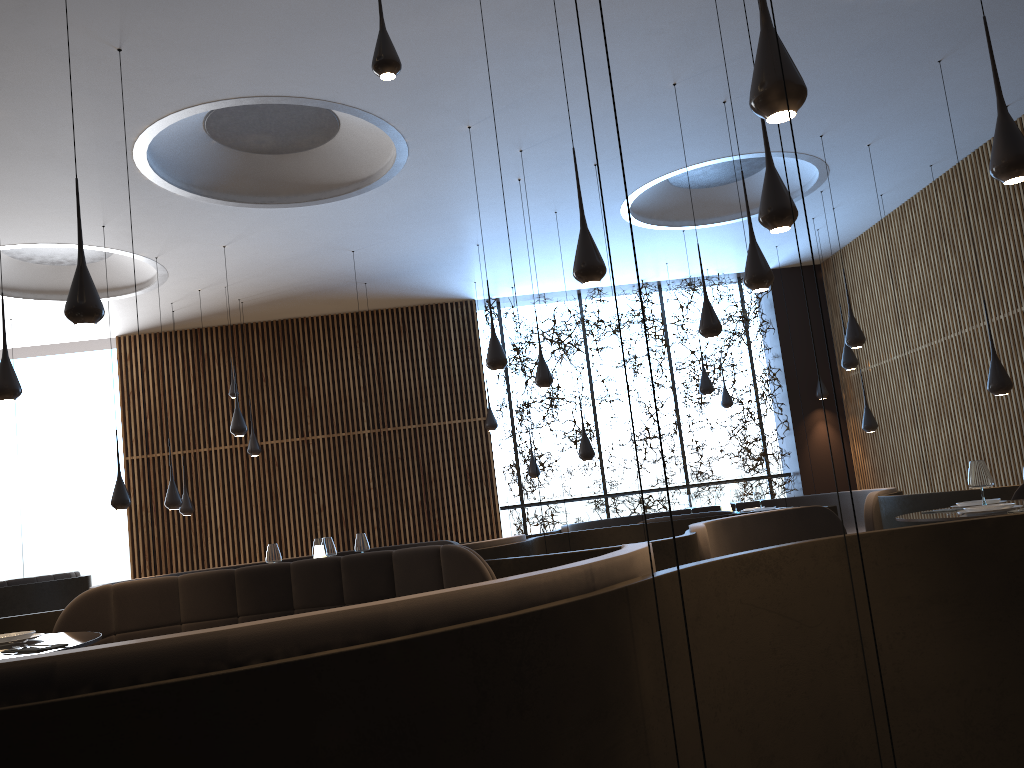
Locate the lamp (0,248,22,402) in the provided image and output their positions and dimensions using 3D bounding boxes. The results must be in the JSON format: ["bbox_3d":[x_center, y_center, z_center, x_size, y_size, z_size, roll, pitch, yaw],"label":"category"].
[{"bbox_3d":[-3.803,-0.970,6.589,0.196,2.217,0.196,-6,-7,-8],"label":"lamp"}]

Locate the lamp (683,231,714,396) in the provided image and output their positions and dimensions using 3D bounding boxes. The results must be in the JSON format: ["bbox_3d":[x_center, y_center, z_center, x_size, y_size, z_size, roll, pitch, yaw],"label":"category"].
[{"bbox_3d":[2.415,-0.947,11.678,0.196,2.217,0.196,-4,-7,-18],"label":"lamp"}]

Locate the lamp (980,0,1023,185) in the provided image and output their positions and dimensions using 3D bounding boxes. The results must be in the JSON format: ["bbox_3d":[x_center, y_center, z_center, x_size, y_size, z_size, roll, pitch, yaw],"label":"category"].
[{"bbox_3d":[2.195,-2.031,4.223,0.196,2.217,0.196,-4,-7,-18],"label":"lamp"}]

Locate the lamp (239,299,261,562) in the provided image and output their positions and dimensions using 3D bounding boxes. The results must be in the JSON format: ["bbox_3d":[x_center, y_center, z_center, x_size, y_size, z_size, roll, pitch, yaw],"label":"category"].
[{"bbox_3d":[-3.508,1.887,12.208,0.196,6.256,0.196,-7,-7,4],"label":"lamp"}]

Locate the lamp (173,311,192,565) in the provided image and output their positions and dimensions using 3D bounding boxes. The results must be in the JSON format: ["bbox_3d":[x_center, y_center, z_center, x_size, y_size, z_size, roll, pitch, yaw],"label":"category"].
[{"bbox_3d":[-4.516,2.035,12.401,0.196,6.256,0.196,-7,-7,4],"label":"lamp"}]

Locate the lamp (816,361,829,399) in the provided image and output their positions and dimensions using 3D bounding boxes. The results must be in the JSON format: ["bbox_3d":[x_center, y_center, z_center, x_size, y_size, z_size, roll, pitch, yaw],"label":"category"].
[{"bbox_3d":[4.796,-0.856,14.176,0.196,2.217,0.196,-10,-7,21],"label":"lamp"}]

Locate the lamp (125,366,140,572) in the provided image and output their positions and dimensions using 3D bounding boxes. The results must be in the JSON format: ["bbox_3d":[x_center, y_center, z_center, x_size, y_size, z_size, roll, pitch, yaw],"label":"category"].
[{"bbox_3d":[-5.275,2.828,12.587,0.196,6.256,0.196,-3,-8,-28],"label":"lamp"}]

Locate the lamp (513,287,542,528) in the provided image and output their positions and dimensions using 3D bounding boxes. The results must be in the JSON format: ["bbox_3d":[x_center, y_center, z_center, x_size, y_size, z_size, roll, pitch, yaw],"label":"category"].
[{"bbox_3d":[0.378,1.595,13.331,0.196,6.256,0.196,-9,-7,21],"label":"lamp"}]

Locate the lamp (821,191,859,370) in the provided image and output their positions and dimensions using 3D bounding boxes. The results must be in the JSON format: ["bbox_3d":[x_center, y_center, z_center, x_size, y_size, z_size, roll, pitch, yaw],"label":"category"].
[{"bbox_3d":[3.924,-1.265,10.736,0.196,2.217,0.196,-4,-7,-18],"label":"lamp"}]

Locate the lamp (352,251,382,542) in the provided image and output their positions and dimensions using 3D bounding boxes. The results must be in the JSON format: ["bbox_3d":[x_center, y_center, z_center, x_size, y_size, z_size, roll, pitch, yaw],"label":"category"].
[{"bbox_3d":[-1.613,1.434,10.664,0.196,6.256,0.196,-13,-9,41],"label":"lamp"}]

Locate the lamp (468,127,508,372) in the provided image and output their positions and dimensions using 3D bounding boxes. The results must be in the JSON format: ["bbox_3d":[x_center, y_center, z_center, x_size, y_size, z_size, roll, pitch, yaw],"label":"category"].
[{"bbox_3d":[-0.253,-1.207,7.813,0.196,2.217,0.196,-11,-8,31],"label":"lamp"}]

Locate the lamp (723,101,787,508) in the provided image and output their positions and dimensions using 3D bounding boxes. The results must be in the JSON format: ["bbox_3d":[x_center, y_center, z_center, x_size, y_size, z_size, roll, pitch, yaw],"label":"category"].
[{"bbox_3d":[2.294,0.526,7.670,0.196,6.256,0.196,-8,-7,11],"label":"lamp"}]

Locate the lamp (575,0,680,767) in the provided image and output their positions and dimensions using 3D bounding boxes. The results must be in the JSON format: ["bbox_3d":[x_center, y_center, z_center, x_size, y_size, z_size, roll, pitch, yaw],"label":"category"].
[{"bbox_3d":[0.415,0.654,2.518,0.196,6.256,0.196,-13,-9,41],"label":"lamp"}]

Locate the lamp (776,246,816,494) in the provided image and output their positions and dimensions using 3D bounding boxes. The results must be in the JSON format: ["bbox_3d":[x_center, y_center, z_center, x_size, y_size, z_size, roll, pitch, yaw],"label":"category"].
[{"bbox_3d":[4.284,1.048,12.752,0.196,6.256,0.196,-9,-7,21],"label":"lamp"}]

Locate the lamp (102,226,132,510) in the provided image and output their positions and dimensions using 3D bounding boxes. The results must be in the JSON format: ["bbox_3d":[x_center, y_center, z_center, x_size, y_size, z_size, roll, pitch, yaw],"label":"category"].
[{"bbox_3d":[-4.095,-0.192,9.082,0.196,2.952,0.196,-1,-9,-38],"label":"lamp"}]

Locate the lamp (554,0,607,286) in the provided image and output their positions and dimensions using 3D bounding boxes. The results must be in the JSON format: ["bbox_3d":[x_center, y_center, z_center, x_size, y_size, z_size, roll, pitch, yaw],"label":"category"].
[{"bbox_3d":[0.322,-1.663,5.178,0.196,2.217,0.196,-11,-8,31],"label":"lamp"}]

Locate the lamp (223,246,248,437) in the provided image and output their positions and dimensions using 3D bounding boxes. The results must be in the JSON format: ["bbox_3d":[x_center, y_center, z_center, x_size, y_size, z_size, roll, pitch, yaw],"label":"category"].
[{"bbox_3d":[-3.215,-0.502,10.171,0.196,2.217,0.196,-6,-7,-8],"label":"lamp"}]

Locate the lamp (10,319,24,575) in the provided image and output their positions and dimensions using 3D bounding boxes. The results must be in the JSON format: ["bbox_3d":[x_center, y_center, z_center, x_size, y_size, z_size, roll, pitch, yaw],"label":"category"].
[{"bbox_3d":[-6.549,2.195,11.858,0.196,6.256,0.196,-3,-8,-28],"label":"lamp"}]

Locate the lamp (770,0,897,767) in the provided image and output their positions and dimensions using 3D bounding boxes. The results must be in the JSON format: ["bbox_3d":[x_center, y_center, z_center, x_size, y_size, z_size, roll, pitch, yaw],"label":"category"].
[{"bbox_3d":[0.980,-0.054,2.729,0.196,6.256,0.196,-13,-9,41],"label":"lamp"}]

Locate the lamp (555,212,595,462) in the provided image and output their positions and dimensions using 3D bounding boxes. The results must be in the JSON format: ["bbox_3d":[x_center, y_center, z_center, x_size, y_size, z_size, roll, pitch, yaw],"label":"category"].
[{"bbox_3d":[0.691,-0.575,10.309,0.196,2.952,0.196,-6,-7,-8],"label":"lamp"}]

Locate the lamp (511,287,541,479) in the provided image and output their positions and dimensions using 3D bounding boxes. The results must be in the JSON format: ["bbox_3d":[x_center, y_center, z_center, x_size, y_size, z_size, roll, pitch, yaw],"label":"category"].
[{"bbox_3d":[0.172,-0.038,13.502,0.196,2.952,0.196,-11,-8,31],"label":"lamp"}]

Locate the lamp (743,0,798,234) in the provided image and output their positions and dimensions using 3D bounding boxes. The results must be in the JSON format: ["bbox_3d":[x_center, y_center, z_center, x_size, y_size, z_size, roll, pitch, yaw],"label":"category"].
[{"bbox_3d":[1.213,-1.863,4.570,0.196,2.217,0.196,-6,-7,-8],"label":"lamp"}]

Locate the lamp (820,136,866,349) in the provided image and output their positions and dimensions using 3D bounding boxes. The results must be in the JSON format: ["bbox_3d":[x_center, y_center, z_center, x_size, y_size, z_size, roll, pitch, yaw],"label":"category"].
[{"bbox_3d":[3.309,-1.454,8.978,0.196,2.217,0.196,-4,-7,-18],"label":"lamp"}]

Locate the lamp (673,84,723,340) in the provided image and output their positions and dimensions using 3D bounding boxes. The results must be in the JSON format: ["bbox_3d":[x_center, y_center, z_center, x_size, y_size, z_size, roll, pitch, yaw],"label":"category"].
[{"bbox_3d":[1.520,-1.470,7.452,0.196,2.217,0.196,-11,-8,31],"label":"lamp"}]

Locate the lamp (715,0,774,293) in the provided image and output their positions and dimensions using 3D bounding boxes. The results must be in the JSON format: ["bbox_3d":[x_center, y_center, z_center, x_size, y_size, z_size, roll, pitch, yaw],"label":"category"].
[{"bbox_3d":[1.481,-1.700,5.880,0.196,2.217,0.196,-11,-8,31],"label":"lamp"}]

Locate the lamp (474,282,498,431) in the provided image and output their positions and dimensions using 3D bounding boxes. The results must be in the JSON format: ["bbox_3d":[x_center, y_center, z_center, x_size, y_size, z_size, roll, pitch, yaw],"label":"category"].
[{"bbox_3d":[-0.418,-0.412,13.022,0.196,2.217,0.196,-11,-8,31],"label":"lamp"}]

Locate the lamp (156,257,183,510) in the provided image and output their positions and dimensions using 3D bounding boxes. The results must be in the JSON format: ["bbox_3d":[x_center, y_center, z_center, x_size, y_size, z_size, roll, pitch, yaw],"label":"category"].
[{"bbox_3d":[-4.008,-0.029,10.243,0.196,2.952,0.196,-13,-9,41],"label":"lamp"}]

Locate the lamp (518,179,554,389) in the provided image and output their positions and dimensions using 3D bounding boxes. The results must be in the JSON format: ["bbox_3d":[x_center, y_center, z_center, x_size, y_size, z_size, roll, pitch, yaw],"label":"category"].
[{"bbox_3d":[0.208,-1.053,9.190,0.196,2.217,0.196,-11,-8,31],"label":"lamp"}]

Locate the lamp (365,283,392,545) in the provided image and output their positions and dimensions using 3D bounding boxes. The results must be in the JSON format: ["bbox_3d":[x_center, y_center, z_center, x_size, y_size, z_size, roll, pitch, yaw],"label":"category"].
[{"bbox_3d":[-1.701,1.664,12.140,0.196,6.256,0.196,-3,-8,-28],"label":"lamp"}]

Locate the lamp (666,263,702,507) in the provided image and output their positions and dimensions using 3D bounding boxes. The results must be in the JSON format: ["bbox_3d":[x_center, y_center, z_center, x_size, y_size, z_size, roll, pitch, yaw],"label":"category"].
[{"bbox_3d":[2.698,1.269,12.982,0.196,6.256,0.196,-9,-7,21],"label":"lamp"}]

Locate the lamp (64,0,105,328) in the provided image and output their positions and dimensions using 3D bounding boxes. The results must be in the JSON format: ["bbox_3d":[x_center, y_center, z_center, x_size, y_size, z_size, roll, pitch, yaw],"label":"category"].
[{"bbox_3d":[-2.380,-1.402,4.811,0.196,2.217,0.196,-13,-9,41],"label":"lamp"}]

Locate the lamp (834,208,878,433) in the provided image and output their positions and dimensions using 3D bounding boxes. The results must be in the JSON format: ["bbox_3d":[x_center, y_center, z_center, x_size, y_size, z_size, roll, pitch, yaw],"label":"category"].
[{"bbox_3d":[4.387,-0.844,11.439,0.196,2.952,0.196,-4,-7,-18],"label":"lamp"}]

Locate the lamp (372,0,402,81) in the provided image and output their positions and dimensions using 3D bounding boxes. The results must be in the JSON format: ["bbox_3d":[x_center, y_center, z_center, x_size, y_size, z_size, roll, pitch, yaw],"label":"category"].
[{"bbox_3d":[-0.636,-2.096,3.999,0.133,1.504,0.133,-6,-7,-8],"label":"lamp"}]

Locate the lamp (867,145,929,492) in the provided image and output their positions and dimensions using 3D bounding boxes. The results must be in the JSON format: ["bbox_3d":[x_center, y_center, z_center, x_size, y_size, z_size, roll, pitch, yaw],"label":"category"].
[{"bbox_3d":[4.195,0.520,9.140,0.196,6.256,0.196,-8,-7,11],"label":"lamp"}]

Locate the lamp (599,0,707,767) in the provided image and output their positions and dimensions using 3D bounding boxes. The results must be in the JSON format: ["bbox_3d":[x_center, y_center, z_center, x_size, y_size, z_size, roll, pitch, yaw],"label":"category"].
[{"bbox_3d":[0.348,-0.053,2.238,0.196,6.256,0.196,-13,-9,41],"label":"lamp"}]

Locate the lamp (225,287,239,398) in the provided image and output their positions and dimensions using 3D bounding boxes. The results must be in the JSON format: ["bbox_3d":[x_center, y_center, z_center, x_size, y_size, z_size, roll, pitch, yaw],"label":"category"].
[{"bbox_3d":[-3.761,-0.560,11.812,0.133,1.504,0.133,-6,-7,-8],"label":"lamp"}]

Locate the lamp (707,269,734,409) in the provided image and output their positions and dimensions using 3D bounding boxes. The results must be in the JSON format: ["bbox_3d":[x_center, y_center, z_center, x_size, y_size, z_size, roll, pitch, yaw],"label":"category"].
[{"bbox_3d":[3.216,-0.714,13.875,0.196,2.217,0.196,-10,-7,21],"label":"lamp"}]

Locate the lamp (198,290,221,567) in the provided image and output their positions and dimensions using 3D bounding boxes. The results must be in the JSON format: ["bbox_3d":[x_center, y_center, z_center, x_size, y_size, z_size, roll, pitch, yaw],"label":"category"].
[{"bbox_3d":[-3.833,1.826,11.534,0.196,6.256,0.196,-10,-8,24],"label":"lamp"}]

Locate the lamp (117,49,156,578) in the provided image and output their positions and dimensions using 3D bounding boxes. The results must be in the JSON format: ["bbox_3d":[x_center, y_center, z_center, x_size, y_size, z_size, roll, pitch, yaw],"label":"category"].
[{"bbox_3d":[-2.337,0.784,5.728,0.196,6.256,0.196,-11,-8,31],"label":"lamp"}]

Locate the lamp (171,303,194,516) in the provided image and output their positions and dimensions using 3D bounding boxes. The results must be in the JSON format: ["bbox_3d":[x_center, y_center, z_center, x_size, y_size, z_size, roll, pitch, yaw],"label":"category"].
[{"bbox_3d":[-4.572,0.326,12.185,0.196,2.952,0.196,-4,-7,-18],"label":"lamp"}]

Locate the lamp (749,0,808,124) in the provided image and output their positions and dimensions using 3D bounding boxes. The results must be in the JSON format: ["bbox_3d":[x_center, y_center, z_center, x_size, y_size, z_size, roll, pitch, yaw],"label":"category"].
[{"bbox_3d":[0.801,-2.015,3.198,0.196,2.217,0.196,-6,-7,-8],"label":"lamp"}]

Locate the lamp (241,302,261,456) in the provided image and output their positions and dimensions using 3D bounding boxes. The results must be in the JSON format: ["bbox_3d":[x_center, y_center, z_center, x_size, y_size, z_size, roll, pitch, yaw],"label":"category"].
[{"bbox_3d":[-3.752,-0.079,12.612,0.196,2.217,0.196,-10,-7,21],"label":"lamp"}]

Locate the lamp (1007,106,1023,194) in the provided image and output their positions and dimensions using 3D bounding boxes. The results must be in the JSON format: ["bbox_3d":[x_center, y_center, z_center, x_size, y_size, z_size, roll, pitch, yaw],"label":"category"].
[{"bbox_3d":[5.101,-1.697,8.772,0.196,2.217,0.196,-4,-7,-18],"label":"lamp"}]

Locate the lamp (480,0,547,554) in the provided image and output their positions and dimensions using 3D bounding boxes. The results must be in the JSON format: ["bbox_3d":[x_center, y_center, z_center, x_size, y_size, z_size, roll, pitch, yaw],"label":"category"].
[{"bbox_3d":[0.141,0.443,5.401,0.196,6.256,0.196,-11,-8,31],"label":"lamp"}]

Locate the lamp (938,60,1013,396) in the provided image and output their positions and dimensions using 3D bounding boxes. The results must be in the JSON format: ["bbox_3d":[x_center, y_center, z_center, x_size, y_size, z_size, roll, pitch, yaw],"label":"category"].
[{"bbox_3d":[3.905,-1.364,7.562,0.196,2.952,0.196,-4,-7,-18],"label":"lamp"}]
